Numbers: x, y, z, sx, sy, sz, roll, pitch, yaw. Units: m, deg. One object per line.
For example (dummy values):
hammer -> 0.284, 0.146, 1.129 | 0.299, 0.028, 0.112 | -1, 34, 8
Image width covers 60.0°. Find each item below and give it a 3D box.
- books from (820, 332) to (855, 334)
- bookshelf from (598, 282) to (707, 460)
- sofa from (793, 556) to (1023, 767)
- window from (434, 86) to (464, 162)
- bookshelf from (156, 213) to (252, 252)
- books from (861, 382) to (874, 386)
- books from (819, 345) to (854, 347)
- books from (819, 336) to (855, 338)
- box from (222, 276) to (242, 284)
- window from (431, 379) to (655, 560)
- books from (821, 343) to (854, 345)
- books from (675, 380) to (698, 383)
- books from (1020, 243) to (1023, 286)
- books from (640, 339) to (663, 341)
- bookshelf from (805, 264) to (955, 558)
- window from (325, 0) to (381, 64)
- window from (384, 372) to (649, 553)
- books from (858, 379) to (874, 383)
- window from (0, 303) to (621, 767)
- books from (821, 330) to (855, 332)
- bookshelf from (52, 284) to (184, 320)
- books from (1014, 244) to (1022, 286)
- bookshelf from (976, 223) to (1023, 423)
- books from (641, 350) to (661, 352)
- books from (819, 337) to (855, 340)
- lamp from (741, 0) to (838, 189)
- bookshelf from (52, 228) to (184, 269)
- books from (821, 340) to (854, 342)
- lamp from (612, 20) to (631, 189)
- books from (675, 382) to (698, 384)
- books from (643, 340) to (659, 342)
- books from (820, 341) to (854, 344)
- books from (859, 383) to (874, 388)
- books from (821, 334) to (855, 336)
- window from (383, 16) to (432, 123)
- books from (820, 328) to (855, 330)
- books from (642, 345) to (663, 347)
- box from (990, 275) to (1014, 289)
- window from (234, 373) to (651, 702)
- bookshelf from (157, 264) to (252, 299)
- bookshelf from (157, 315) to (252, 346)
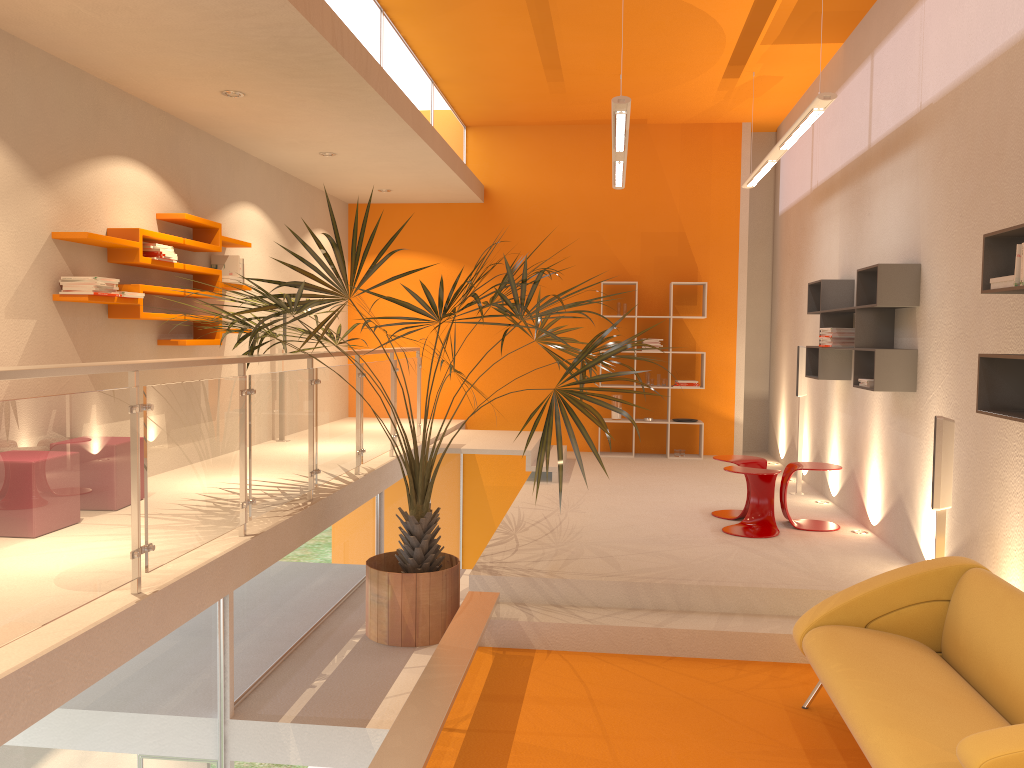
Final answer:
books -> 2.491, -0.387, 6.764 | 0.190, 0.015, 0.254 | 1, 3, -2
bookshelf -> 2.314, 1.199, 9.299 | 1.107, 4.600, 3.516 | -2, 4, -36
sofa -> 1.633, 1.173, 3.012 | 0.929, 0.706, 2.081 | 1, 3, 6
window -> -0.679, -2.662, 9.622 | 0.006, 0.660, 1.860 | 1, 3, 6
bookshelf -> -2.343, -1.126, 6.830 | 0.220, 0.220, 1.150 | 1, 3, 6
books -> 2.382, -0.002, 5.751 | 0.190, 0.015, 0.254 | 1, 3, 13
books -> 2.490, -0.289, 6.755 | 0.210, 0.013, 0.297 | 1, 3, 2
books -> 2.491, -0.360, 6.751 | 0.210, 0.013, 0.297 | 1, 3, 2
box -> -2.282, -0.820, 6.979 | 0.232, 0.047, 0.232 | 1, 3, 6
window -> 0.397, 2.218, 9.757 | 2.294, 4.526, 1.860 | 1, 3, 6
books -> 2.491, -0.302, 6.759 | 0.190, 0.011, 0.268 | 1, 3, 3
books -> 1.987, -0.029, 10.107 | 0.227, 0.017, 0.230 | 1, 3, 2
books -> 2.147, -0.475, 3.519 | 0.230, 0.169, 0.027 | 1, 3, 6
books -> 1.604, -0.509, 10.183 | 0.230, 0.017, 0.227 | 1, 3, 2
bookshelf -> 2.382, 0.314, 5.826 | 0.322, 2.145, 3.370 | 1, 3, 9
window -> -1.166, -2.437, 5.380 | 0.006, 0.660, 2.794 | 1, 3, 6
window -> -0.134, 2.215, 9.029 | 0.993, 4.599, 4.234 | 3, 4, 38
books -> 2.394, -0.018, 5.744 | 0.230, 0.017, 0.227 | 1, 3, 6
window -> -0.429, 1.961, 6.266 | 0.481, 5.399, 8.922 | 2, 3, 19
books -> 2.488, -0.401, 6.756 | 0.190, 0.015, 0.254 | 1, 3, 3
bookshelf -> -2.484, -0.529, 5.687 | 0.220, 0.220, 1.150 | 1, 3, 6
books -> 2.151, -0.478, 3.574 | 0.230, 0.169, 0.023 | 1, 3, 6
bookshelf -> 2.086, -0.211, 2.930 | 0.252, 0.790, 2.000 | 1, 3, 6
books -> 1.593, -0.382, 10.188 | 0.210, 0.013, 0.296 | 1, 3, 6
books -> 2.500, -0.346, 6.755 | 0.230, 0.017, 0.227 | 1, 3, -3
lamp -> 2.084, -2.304, 6.890 | 0.120, 1.052, 3.195 | 1, 3, 6
bookshelf -> -2.480, -0.886, 5.667 | 0.220, 0.220, 1.150 | 1, 3, 6
books -> 2.487, -0.330, 6.759 | 0.190, 0.015, 0.254 | 1, 3, 3
lamp -> 0.863, -2.327, 7.029 | 0.120, 1.052, 3.195 | 1, 3, 6
books -> 1.991, -0.013, 10.120 | 0.254, 0.015, 0.190 | 1, 3, 8
books -> 1.591, -0.494, 10.189 | 0.190, 0.015, 0.254 | 1, 3, 8
books -> 2.490, -0.315, 6.768 | 0.190, 0.015, 0.254 | 1, 3, -2
books -> 2.386, 0.012, 5.758 | 0.190, 0.015, 0.254 | 1, 3, 7
books -> 2.492, -0.373, 6.755 | 0.190, 0.011, 0.268 | 1, 3, 3
window -> -0.896, -2.562, 7.732 | 0.006, 0.660, 1.869 | 1, 3, 6
books -> 2.501, -0.417, 6.751 | 0.230, 0.017, 0.227 | 1, 3, -3
books -> 1.603, -0.438, 10.187 | 0.230, 0.017, 0.227 | 1, 3, 2
box -> 2.175, -0.425, 3.719 | 0.232, 0.047, 0.232 | 1, 3, 6
window -> -0.290, 0.701, 7.429 | 0.908, 1.393, 6.719 | 2, 3, 26
bookshelf -> -2.347, -0.770, 6.849 | 0.220, 0.220, 1.150 | 1, 3, 6
bookshelf -> -2.352, -0.413, 6.868 | 0.220, 0.220, 1.150 | 1, 3, 6
